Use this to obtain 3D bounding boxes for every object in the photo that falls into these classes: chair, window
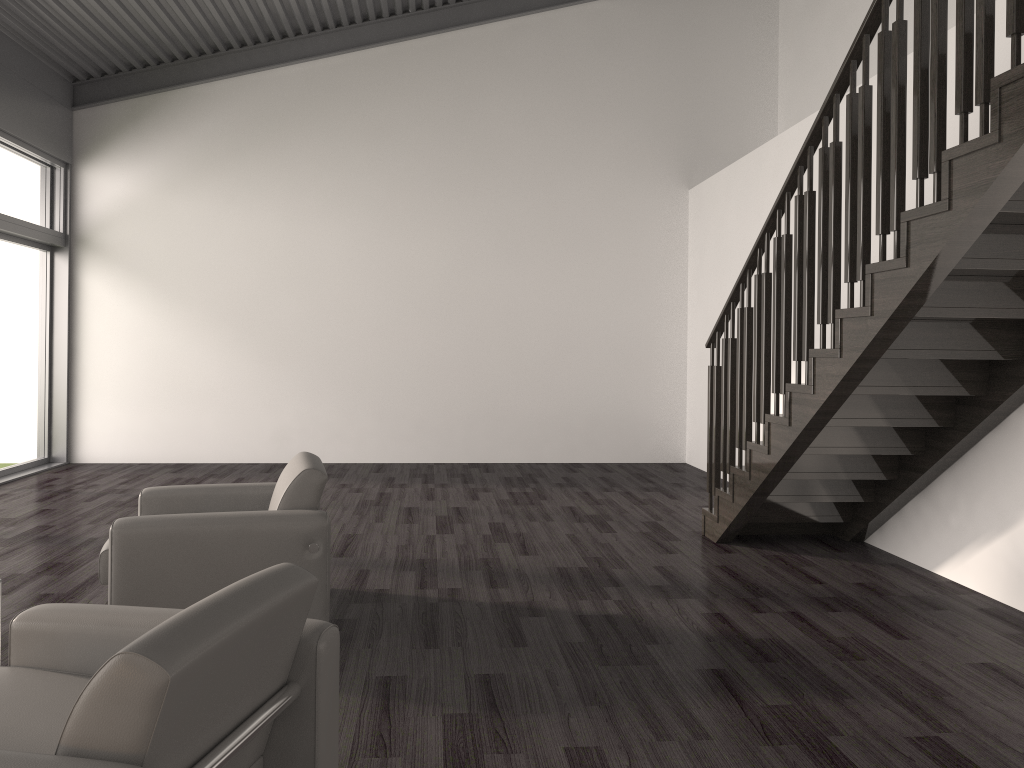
[{"bbox_3d":[-1.297,0.690,3.939,0.910,0.717,0.964,0,1,-15],"label":"chair"},{"bbox_3d":[-4.290,-0.734,4.303,0.385,3.470,9.751,1,2,-5],"label":"window"},{"bbox_3d":[-0.950,0.773,1.841,0.910,0.717,0.963,1,1,10],"label":"chair"}]

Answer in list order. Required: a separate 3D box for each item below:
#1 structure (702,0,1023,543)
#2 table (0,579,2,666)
[{"bbox_3d":[2.077,-0.918,2.802,1.000,4.093,6.346,1,1,-5],"label":"structure"},{"bbox_3d":[-2.202,0.894,3.036,0.680,0.342,0.400,0,1,-5],"label":"table"}]
